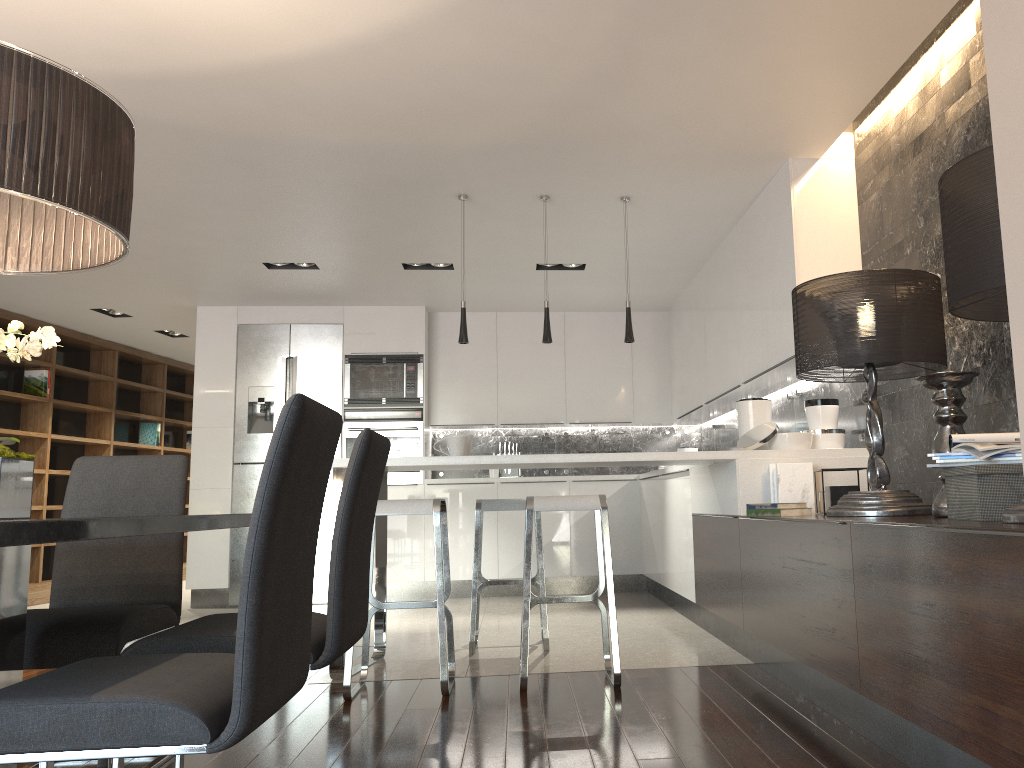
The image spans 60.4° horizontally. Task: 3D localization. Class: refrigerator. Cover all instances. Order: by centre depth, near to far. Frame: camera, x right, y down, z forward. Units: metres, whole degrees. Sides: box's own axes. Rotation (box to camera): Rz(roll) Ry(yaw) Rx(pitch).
[{"bbox_3d":[-1.880,0.687,7.638,0.881,2.345,0.577,0,-8,-4],"label":"refrigerator"}]

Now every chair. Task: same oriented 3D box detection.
[{"bbox_3d":[-0.631,0.517,1.564,0.577,0.965,0.423,0,-8,-4],"label":"chair"},{"bbox_3d":[-0.627,0.612,2.253,0.577,0.965,0.423,0,-8,-4],"label":"chair"},{"bbox_3d":[-1.288,0.684,2.660,0.431,0.965,0.567,0,-8,-2],"label":"chair"},{"bbox_3d":[-0.470,0.902,3.792,0.424,0.801,0.427,0,-8,-3],"label":"chair"},{"bbox_3d":[0.240,0.895,3.866,0.424,0.801,0.427,0,-8,-3],"label":"chair"},{"bbox_3d":[-0.016,1.035,4.841,0.424,0.801,0.427,0,-8,-3],"label":"chair"}]

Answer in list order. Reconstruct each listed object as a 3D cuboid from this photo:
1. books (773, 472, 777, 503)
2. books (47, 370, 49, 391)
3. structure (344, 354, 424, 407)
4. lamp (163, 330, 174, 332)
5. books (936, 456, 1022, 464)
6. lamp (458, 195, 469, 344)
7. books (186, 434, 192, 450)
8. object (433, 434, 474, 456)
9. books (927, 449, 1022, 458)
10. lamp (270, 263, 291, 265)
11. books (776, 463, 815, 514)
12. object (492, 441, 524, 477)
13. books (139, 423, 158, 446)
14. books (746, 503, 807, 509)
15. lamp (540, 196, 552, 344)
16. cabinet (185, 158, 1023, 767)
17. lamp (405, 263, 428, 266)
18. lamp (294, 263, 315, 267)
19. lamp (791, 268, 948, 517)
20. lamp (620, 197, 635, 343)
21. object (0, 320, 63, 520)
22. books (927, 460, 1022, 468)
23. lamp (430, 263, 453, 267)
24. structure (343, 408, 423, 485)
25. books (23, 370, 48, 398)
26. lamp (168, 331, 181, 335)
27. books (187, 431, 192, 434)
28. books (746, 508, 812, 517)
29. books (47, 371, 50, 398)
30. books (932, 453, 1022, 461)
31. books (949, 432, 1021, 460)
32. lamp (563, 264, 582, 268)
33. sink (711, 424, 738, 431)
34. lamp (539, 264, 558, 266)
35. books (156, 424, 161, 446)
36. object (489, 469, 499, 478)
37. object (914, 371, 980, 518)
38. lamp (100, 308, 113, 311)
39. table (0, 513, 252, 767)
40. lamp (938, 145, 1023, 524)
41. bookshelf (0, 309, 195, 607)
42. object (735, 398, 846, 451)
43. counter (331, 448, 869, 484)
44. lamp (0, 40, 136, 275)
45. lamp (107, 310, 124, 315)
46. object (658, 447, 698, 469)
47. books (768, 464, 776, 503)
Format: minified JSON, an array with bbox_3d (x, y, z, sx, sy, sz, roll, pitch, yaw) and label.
[{"bbox_3d":[1.325,0.520,4.195,0.157,0.205,0.020,0,-8,-6],"label":"books"},{"bbox_3d":[-4.280,0.004,7.947,0.176,0.251,0.024,-1,-8,4],"label":"books"},{"bbox_3d":[-1.096,0.011,7.844,0.666,0.450,0.606,-1,-8,-3],"label":"structure"},{"bbox_3d":[-3.337,-0.545,8.513,0.167,0.077,0.186,-8,-11,42],"label":"lamp"},{"bbox_3d":[1.475,0.232,2.664,0.303,0.011,0.265,-7,-9,33],"label":"books"},{"bbox_3d":[-0.272,-0.643,4.919,0.058,0.846,0.057,0,-8,-3],"label":"lamp"},{"bbox_3d":[-3.832,0.701,10.570,0.154,0.205,0.022,-1,-8,4],"label":"books"},{"bbox_3d":[-0.293,0.321,4.498,0.189,0.133,0.435,-1,-8,0],"label":"object"},{"bbox_3d":[1.471,0.215,2.693,0.302,0.011,0.266,-8,-10,38],"label":"books"},{"bbox_3d":[-1.675,-0.889,6.312,0.178,0.077,0.175,-1,-8,-3],"label":"lamp"},{"bbox_3d":[1.345,0.498,4.178,0.177,0.243,0.023,0,-8,-6],"label":"books"},{"bbox_3d":[-0.043,0.684,7.929,0.292,0.336,0.060,-1,-8,-2],"label":"object"},{"bbox_3d":[-4.002,0.554,9.678,0.199,0.260,0.014,-1,-8,4],"label":"books"},{"bbox_3d":[1.186,0.547,3.945,0.173,0.024,0.218,2,-9,-23],"label":"books"},{"bbox_3d":[0.192,-0.648,4.967,0.058,0.846,0.057,0,-8,-3],"label":"lamp"},{"bbox_3d":[-0.438,0.170,4.723,4.483,2.503,6.861,-1,-8,-2],"label":"cabinet"},{"bbox_3d":[-0.701,-0.900,6.415,0.178,0.077,0.175,-1,-8,-3],"label":"lamp"},{"bbox_3d":[-1.494,-0.891,6.331,0.183,0.077,0.170,2,-8,-20],"label":"lamp"},{"bbox_3d":[1.463,0.061,3.575,0.608,0.934,0.576,1,-8,-13],"label":"lamp"},{"bbox_3d":[0.657,-0.653,5.016,0.058,0.846,0.057,0,-8,-3],"label":"lamp"},{"bbox_3d":[-1.256,0.059,2.006,0.314,0.501,0.566,0,-8,-5],"label":"object"},{"bbox_3d":[1.467,0.244,2.675,0.301,0.011,0.266,-9,-11,43],"label":"books"},{"bbox_3d":[-0.519,-0.902,6.434,0.183,0.077,0.170,2,-8,-20],"label":"lamp"},{"bbox_3d":[-1.090,0.565,7.717,0.671,0.651,0.643,-1,-8,-3],"label":"structure"},{"bbox_3d":[-4.286,0.002,7.915,0.191,0.248,0.043,-1,-8,4],"label":"books"},{"bbox_3d":[-3.309,-0.521,8.690,0.167,0.077,0.186,-9,-11,43],"label":"lamp"},{"bbox_3d":[-3.831,0.685,10.593,0.173,0.244,0.019,-1,-8,4],"label":"books"},{"bbox_3d":[1.195,0.574,3.937,0.187,0.034,0.232,2,-9,-24],"label":"books"},{"bbox_3d":[-4.275,0.007,7.970,0.176,0.251,0.024,-1,-8,4],"label":"books"},{"bbox_3d":[1.474,0.224,2.684,0.303,0.011,0.265,-7,-9,33],"label":"books"},{"bbox_3d":[1.513,0.192,2.632,0.319,0.109,0.275,-2,-8,6],"label":"books"},{"bbox_3d":[0.453,-0.912,6.535,0.186,0.077,0.168,4,-9,-32],"label":"lamp"},{"bbox_3d":[1.447,0.518,5.933,0.512,0.521,1.143,-1,-8,-1],"label":"sink"},{"bbox_3d":[0.271,-0.910,6.516,0.185,0.077,0.169,3,-9,-27],"label":"lamp"},{"bbox_3d":[-3.978,0.563,9.697,0.192,0.246,0.028,-1,-8,4],"label":"books"},{"bbox_3d":[-0.158,0.782,7.820,0.097,0.117,0.087,7,-11,-43],"label":"object"},{"bbox_3d":[1.494,0.208,2.986,0.196,0.486,0.220,-9,-11,44],"label":"object"},{"bbox_3d":[-3.489,-0.672,7.556,0.167,0.077,0.186,-8,-11,42],"label":"lamp"},{"bbox_3d":[-1.318,0.673,1.815,1.049,0.761,1.588,-1,-8,-2],"label":"table"},{"bbox_3d":[1.458,-0.116,2.284,0.570,0.934,0.614,-4,-9,23],"label":"lamp"},{"bbox_3d":[-3.923,1.012,10.183,0.287,2.493,6.613,-2,-8,9],"label":"bookshelf"},{"bbox_3d":[1.443,0.201,4.557,0.567,0.298,0.420,-2,-8,8],"label":"object"},{"bbox_3d":[0.455,0.624,6.197,2.714,0.041,3.995,-1,-8,-2],"label":"counter"},{"bbox_3d":[-1.320,-0.893,2.055,0.778,1.104,0.830,-4,-9,21],"label":"lamp"},{"bbox_3d":[-3.461,-0.649,7.733,0.167,0.077,0.186,-9,-11,43],"label":"lamp"},{"bbox_3d":[1.495,0.696,7.927,0.352,0.234,0.556,-2,-8,7],"label":"object"},{"bbox_3d":[1.323,0.504,4.220,0.176,0.244,0.019,0,-8,-6],"label":"books"}]
